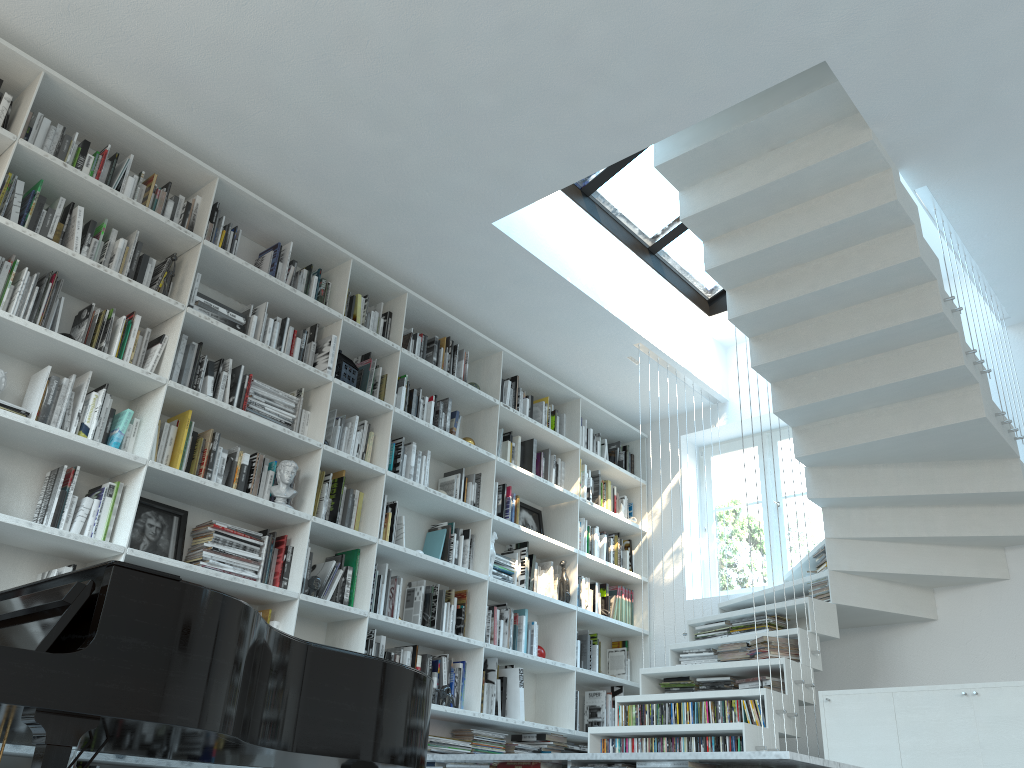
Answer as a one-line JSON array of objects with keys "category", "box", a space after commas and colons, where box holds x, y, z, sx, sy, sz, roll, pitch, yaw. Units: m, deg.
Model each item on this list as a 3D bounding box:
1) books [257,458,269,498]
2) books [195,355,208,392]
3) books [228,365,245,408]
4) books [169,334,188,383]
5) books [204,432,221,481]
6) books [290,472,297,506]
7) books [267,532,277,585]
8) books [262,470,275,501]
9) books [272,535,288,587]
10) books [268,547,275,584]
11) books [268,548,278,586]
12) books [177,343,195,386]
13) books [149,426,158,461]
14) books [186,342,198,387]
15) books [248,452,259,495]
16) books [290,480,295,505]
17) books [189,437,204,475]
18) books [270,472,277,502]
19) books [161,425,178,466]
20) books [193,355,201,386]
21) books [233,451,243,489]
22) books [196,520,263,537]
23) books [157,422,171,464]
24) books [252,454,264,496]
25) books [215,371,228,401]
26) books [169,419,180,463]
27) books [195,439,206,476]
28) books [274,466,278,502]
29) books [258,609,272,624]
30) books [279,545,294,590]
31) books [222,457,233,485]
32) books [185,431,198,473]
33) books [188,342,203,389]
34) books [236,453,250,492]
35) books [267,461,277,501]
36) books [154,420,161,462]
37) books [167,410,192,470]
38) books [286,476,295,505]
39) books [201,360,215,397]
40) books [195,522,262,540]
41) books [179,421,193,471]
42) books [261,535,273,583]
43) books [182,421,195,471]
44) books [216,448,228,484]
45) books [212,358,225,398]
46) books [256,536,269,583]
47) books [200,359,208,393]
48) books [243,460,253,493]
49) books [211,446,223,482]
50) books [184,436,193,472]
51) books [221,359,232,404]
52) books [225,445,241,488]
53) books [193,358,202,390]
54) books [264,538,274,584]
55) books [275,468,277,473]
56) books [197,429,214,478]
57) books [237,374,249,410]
[{"category": "books", "box": [-1.228, 0.488, 4.239, 0.127, 0.257, 0.024, -18, -33, 37]}, {"category": "books", "box": [-1.485, -0.001, 4.102, 0.173, 0.249, 0.014, -18, -33, 37]}, {"category": "books", "box": [-1.359, 0.056, 4.222, 0.192, 0.267, 0.021, -18, -33, 37]}, {"category": "books", "box": [-1.562, -0.068, 4.029, 0.179, 0.295, 0.026, -18, -33, 37]}, {"category": "books", "box": [-1.409, 0.365, 4.022, 0.190, 0.266, 0.028, -18, -33, 37]}, {"category": "books", "box": [-1.118, 0.556, 4.368, 0.107, 0.263, 0.023, -18, -33, 37]}, {"category": "books", "box": [-1.176, 0.844, 4.158, 0.152, 0.286, 0.011, -18, -33, 37]}, {"category": "books", "box": [-1.209, 0.524, 4.244, 0.149, 0.200, 0.035, -18, -33, 37]}, {"category": "books", "box": [-1.138, 0.861, 4.178, 0.186, 0.278, 0.011, -18, -33, 37]}, {"category": "books", "box": [-1.175, 0.875, 4.158, 0.134, 0.231, 0.013, -18, -33, 37]}, {"category": "books", "box": [-1.163, 0.887, 4.165, 0.132, 0.216, 0.021, -18, -33, 37]}, {"category": "books", "box": [-1.532, -0.041, 4.044, 0.185, 0.264, 0.025, -18, -33, 37]}, {"category": "books", "box": [-1.591, 0.292, 3.833, 0.156, 0.207, 0.053, -18, -34, 37]}, {"category": "books", "box": [-1.527, -0.040, 4.079, 0.151, 0.293, 0.029, -18, -33, 37]}, {"category": "books", "box": [-1.265, 0.454, 4.159, 0.186, 0.244, 0.012, -18, -33, 37]}, {"category": "books", "box": [-1.125, 0.549, 4.351, 0.137, 0.259, 0.014, -18, -33, 37]}, {"category": "books", "box": [-1.459, 0.364, 3.983, 0.170, 0.226, 0.012, -18, -33, 37]}, {"category": "books", "box": [-1.188, 0.537, 4.272, 0.146, 0.204, 0.012, -18, -33, 37]}, {"category": "books", "box": [-1.550, 0.312, 3.902, 0.156, 0.239, 0.029, -18, -33, 37]}, {"category": "books", "box": [-1.504, -0.010, 4.087, 0.153, 0.250, 0.011, -18, -33, 37]}, {"category": "books", "box": [-1.325, 0.438, 4.123, 0.175, 0.233, 0.010, -18, -33, 37]}, {"category": "books", "box": [-1.297, 0.675, 4.064, 0.161, 0.012, 0.255, -21, -36, 40]}, {"category": "books", "box": [-1.572, 0.299, 3.889, 0.139, 0.246, 0.026, -18, -33, 37]}, {"category": "books", "box": [-1.250, 0.469, 4.202, 0.151, 0.257, 0.025, -18, -33, 37]}, {"category": "books", "box": [-1.410, 0.059, 4.175, 0.148, 0.215, 0.024, -18, -33, 37]}, {"category": "books", "box": [-1.545, 0.303, 3.933, 0.137, 0.282, 0.010, -18, -33, 37]}, {"category": "books", "box": [-1.452, 0.370, 4.002, 0.137, 0.235, 0.026, -18, -33, 37]}, {"category": "books", "box": [-1.158, 0.526, 4.308, 0.130, 0.258, 0.025, -18, -33, 37]}, {"category": "books", "box": [-1.167, 1.182, 4.032, 0.149, 0.299, 0.011, -18, -33, 37]}, {"category": "books", "box": [-1.117, 0.889, 4.176, 0.200, 0.228, 0.034, -18, -34, 37]}, {"category": "books", "box": [-1.364, 0.441, 4.094, 0.146, 0.198, 0.050, -18, -33, 37]}, {"category": "books", "box": [-1.486, 0.348, 3.989, 0.134, 0.258, 0.028, -18, -33, 37]}, {"category": "books", "box": [-1.508, -0.037, 4.089, 0.180, 0.298, 0.011, -18, -33, 37]}, {"category": "books", "box": [-1.304, 0.447, 4.127, 0.185, 0.223, 0.029, -18, -34, 37]}, {"category": "books", "box": [-1.199, 0.508, 4.279, 0.135, 0.262, 0.014, -18, -33, 37]}, {"category": "books", "box": [-1.588, 0.287, 3.859, 0.162, 0.240, 0.043, -18, -33, 37]}, {"category": "books", "box": [-1.504, 0.281, 3.922, 0.188, 0.316, 0.014, -18, -33, 37]}, {"category": "books", "box": [-1.125, 0.539, 4.335, 0.154, 0.265, 0.014, -18, -33, 37]}, {"category": "books", "box": [-1.448, 0.023, 4.131, 0.154, 0.235, 0.067, -18, -33, 37]}, {"category": "books", "box": [-1.299, 0.686, 4.060, 0.161, 0.012, 0.255, -16, -33, 34]}, {"category": "books", "box": [-1.495, 0.309, 3.920, 0.189, 0.265, 0.015, -18, -33, 37]}, {"category": "books", "box": [-1.191, 0.841, 4.123, 0.184, 0.259, 0.012, -18, -33, 37]}, {"category": "books", "box": [-1.492, 0.315, 3.947, 0.171, 0.279, 0.010, -18, -33, 37]}, {"category": "books", "box": [-1.381, 0.416, 4.063, 0.169, 0.214, 0.030, -18, -34, 37]}, {"category": "books", "box": [-1.428, 0.021, 4.179, 0.131, 0.284, 0.022, -18, -33, 37]}, {"category": "books", "box": [-1.201, 0.840, 4.115, 0.161, 0.253, 0.012, -18, -33, 37]}, {"category": "books", "box": [-1.478, 0.009, 4.109, 0.147, 0.238, 0.011, -18, -33, 37]}, {"category": "books", "box": [-1.288, 0.469, 4.142, 0.178, 0.199, 0.029, -18, -34, 37]}, {"category": "books", "box": [-1.397, 0.405, 4.045, 0.175, 0.215, 0.024, -18, -34, 37]}, {"category": "books", "box": [-1.499, 0.350, 3.961, 0.148, 0.227, 0.024, -18, -33, 37]}, {"category": "books", "box": [-1.392, 0.037, 4.212, 0.162, 0.290, 0.049, -18, -33, 37]}, {"category": "books", "box": [-1.335, 0.424, 4.123, 0.162, 0.257, 0.014, -18, -33, 37]}, {"category": "books", "box": [-1.497, 0.003, 4.091, 0.147, 0.232, 0.014, -18, -33, 37]}, {"category": "books", "box": [-1.185, 0.854, 4.144, 0.163, 0.255, 0.013, -18, -33, 37]}, {"category": "books", "box": [-1.187, 0.530, 4.299, 0.103, 0.240, 0.021, -18, -33, 37]}, {"category": "books", "box": [-1.433, 0.354, 4.021, 0.177, 0.282, 0.013, -18, -33, 37]}, {"category": "books", "box": [-1.338, 0.084, 4.249, 0.183, 0.243, 0.015, -18, -33, 37]}]
